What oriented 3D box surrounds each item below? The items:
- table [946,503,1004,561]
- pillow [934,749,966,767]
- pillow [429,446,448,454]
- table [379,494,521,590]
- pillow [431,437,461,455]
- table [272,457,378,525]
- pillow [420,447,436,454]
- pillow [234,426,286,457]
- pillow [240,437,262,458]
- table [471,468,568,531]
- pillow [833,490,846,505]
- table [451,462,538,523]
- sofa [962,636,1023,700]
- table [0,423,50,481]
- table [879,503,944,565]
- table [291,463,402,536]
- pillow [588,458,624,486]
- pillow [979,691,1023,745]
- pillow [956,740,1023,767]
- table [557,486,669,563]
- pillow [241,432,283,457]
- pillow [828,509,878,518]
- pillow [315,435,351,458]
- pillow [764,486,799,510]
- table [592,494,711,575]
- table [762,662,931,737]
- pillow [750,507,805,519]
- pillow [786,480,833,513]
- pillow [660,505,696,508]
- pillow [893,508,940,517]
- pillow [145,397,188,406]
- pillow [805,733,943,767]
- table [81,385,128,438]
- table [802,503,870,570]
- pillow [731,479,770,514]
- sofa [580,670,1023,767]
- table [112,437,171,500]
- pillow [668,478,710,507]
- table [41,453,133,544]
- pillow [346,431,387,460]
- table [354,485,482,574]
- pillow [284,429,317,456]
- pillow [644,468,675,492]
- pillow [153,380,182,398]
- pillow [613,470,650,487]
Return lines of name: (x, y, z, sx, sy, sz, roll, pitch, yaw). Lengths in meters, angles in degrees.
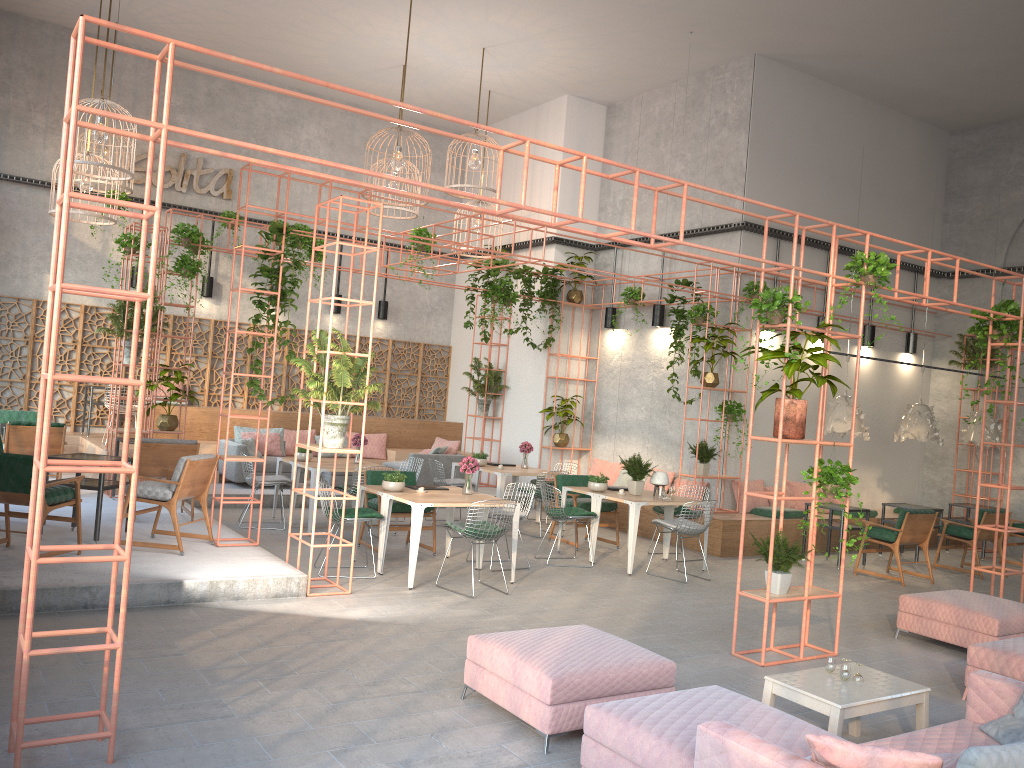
table: (7.314, 2.323, 13.996, 0.602, 0.798, 0.635, 5, -1, -33)
pillow: (1.753, 1.547, 3.550, 0.441, 0.317, 0.479, 4, -1, 38)
pillow: (-1.304, 1.223, 15.043, 0.308, 0.349, 0.495, 4, -1, 16)
table: (-0.634, 1.590, 9.106, 1.214, 0.830, 0.694, 5, -1, -33)
pillow: (-1.214, 1.190, 15.498, 0.273, 0.476, 0.836, 5, -1, -33)
table: (-2.536, 1.462, 12.086, 1.205, 0.830, 0.694, 5, -1, -33)
pillow: (-1.507, 1.231, 15.450, 0.479, 0.317, 0.441, 4, -1, 38)
pillow: (-4.108, 0.938, 14.448, 0.839, 0.474, 0.276, 5, -1, -33)
pillow: (-4.076, 1.016, 13.933, 0.307, 0.324, 0.499, 5, -1, 2)
table: (0.126, 1.691, 13.008, 1.214, 0.830, 0.694, 5, -1, -33)
pillow: (5.180, 1.861, 14.249, 0.666, 0.385, 0.289, 5, -1, -38)
table: (-0.259, 1.667, 13.588, 1.205, 0.830, 0.694, 5, -1, -33)
sofa: (4.621, 2.063, 6.158, 2.219, 0.672, 1.960, 5, -1, -33)
table: (-6.563, 0.963, 11.943, 0.602, 0.798, 0.635, 5, -1, -33)
table: (5.853, 2.191, 13.032, 0.602, 0.798, 0.635, 5, -1, -33)
table: (-2.151, 1.486, 11.508, 1.214, 0.830, 0.694, 5, -1, -33)
pillow: (1.624, 1.535, 15.105, 0.276, 0.474, 0.839, 5, -1, -43)
pillow: (2.521, 1.633, 4.263, 0.307, 0.324, 0.500, 5, -1, 2)
pillow: (1.806, 1.482, 3.262, 0.836, 0.476, 0.273, 5, -1, -33)
table: (1.289, 1.762, 11.229, 1.205, 0.830, 0.694, 5, -1, -33)
pillow: (-4.040, 0.974, 14.314, 0.666, 0.385, 0.289, 5, -1, -33)
pillow: (5.318, 2.007, 13.864, 0.637, 0.149, 0.491, 5, -1, -32)
pillow: (-3.226, 1.128, 15.983, 0.666, 0.385, 0.289, 5, -1, -38)
pillow: (4.113, 1.765, 13.545, 0.666, 0.385, 0.289, 5, -1, -38)
table: (1.674, 1.786, 10.649, 1.214, 0.830, 0.694, 5, -1, -33)
table: (1.914, 1.940, 5.100, 0.916, 0.455, 0.520, 5, -1, -33)
pillow: (3.877, 1.877, 12.914, 0.637, 0.149, 0.491, 5, -1, -32)
pillow: (4.660, 1.768, 13.878, 0.839, 0.474, 0.276, 5, -1, -13)
pillow: (2.349, 1.756, 13.205, 0.491, 0.149, 0.637, 5, -1, -32)
pillow: (6.793, 2.140, 14.838, 0.637, 0.149, 0.491, 5, -1, -32)
pillow: (-5.824, 0.297, 14.905, 0.637, 0.149, 0.491, 5, -1, -32)
pillow: (1.349, 1.492, 3.348, 0.495, 0.349, 0.308, 4, -1, 16)
table: (-6.482, 0.449, 14.163, 0.602, 0.798, 0.635, 5, -1, -33)
table: (4.393, 2.060, 12.068, 0.602, 0.798, 0.635, 5, -1, -33)
pillow: (3.570, 1.670, 13.211, 0.839, 0.474, 0.276, 5, -1, -43)
sofa: (1.679, 1.798, 4.217, 2.219, 0.672, 1.960, 5, -1, -33)
table: (-4.669, 1.107, 11.200, 0.602, 0.798, 0.635, 5, -1, -33)
pillow: (2.658, 1.646, 13.484, 0.289, 0.385, 0.666, 5, -1, -38)
table: (-4.171, 1.115, 8.709, 0.635, 0.798, 0.602, 5, -1, 7)
pillow: (-2.727, 1.127, 16.336, 0.839, 0.474, 0.276, 5, -1, -13)
table: (-1.020, 1.567, 9.686, 1.205, 0.830, 0.694, 5, -1, -33)
pillow: (-3.793, 1.031, 15.633, 0.839, 0.474, 0.276, 5, -1, -43)
pillow: (2.291, 1.575, 14.011, 0.276, 0.474, 0.839, 5, -1, -13)
pillow: (-5.888, 0.089, 15.188, 0.499, 0.324, 0.307, 5, -1, -18)
pillow: (1.955, 1.603, 14.555, 0.289, 0.385, 0.666, 5, -1, -38)
